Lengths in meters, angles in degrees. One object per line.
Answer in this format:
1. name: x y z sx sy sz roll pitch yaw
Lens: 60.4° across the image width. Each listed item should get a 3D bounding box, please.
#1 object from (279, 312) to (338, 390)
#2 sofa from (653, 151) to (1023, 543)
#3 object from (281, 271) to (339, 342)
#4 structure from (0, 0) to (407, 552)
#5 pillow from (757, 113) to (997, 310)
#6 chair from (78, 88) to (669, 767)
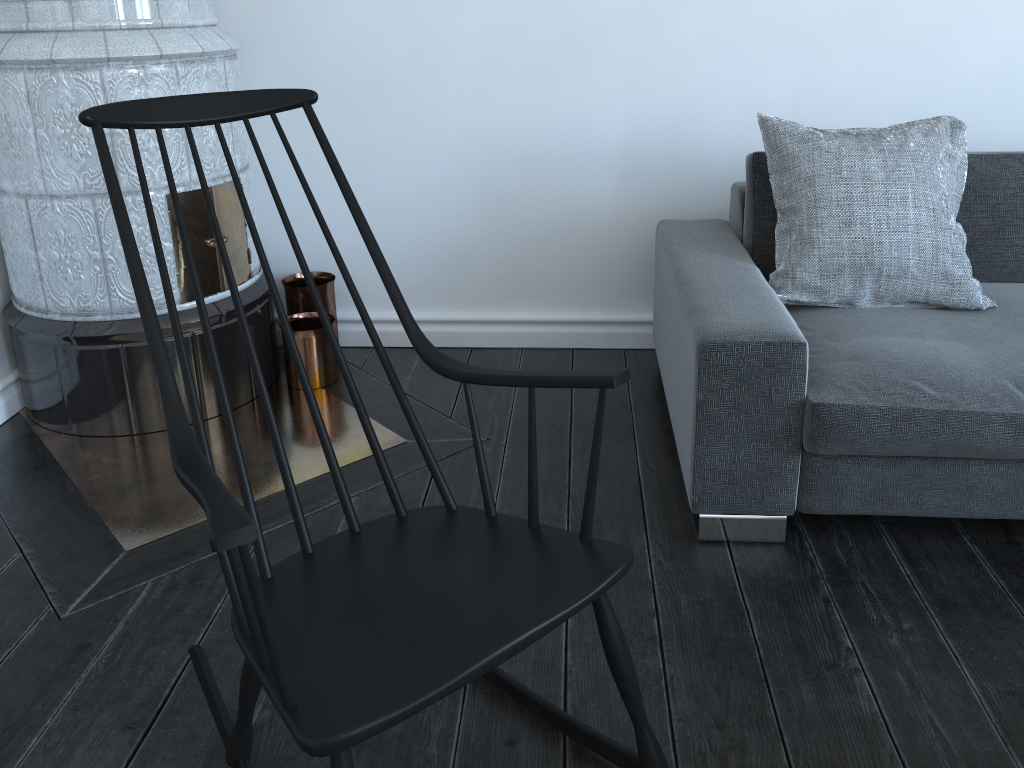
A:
1. object: -0.637 -0.104 2.776 0.174 0.192 0.178 -3 21 -5
2. sofa: 1.593 -0.174 2.189 2.372 0.698 1.126 1 22 4
3. object: -0.666 -0.216 2.937 0.173 0.271 0.182 0 20 4
4. structure: -1.000 -1.258 2.204 0.791 2.789 1.295 -16 24 -37
5. pillow: 1.661 -0.435 2.214 2.055 0.475 0.496 2 21 9
6. chair: -0.224 0.117 1.278 0.622 0.970 0.924 -17 26 -37
